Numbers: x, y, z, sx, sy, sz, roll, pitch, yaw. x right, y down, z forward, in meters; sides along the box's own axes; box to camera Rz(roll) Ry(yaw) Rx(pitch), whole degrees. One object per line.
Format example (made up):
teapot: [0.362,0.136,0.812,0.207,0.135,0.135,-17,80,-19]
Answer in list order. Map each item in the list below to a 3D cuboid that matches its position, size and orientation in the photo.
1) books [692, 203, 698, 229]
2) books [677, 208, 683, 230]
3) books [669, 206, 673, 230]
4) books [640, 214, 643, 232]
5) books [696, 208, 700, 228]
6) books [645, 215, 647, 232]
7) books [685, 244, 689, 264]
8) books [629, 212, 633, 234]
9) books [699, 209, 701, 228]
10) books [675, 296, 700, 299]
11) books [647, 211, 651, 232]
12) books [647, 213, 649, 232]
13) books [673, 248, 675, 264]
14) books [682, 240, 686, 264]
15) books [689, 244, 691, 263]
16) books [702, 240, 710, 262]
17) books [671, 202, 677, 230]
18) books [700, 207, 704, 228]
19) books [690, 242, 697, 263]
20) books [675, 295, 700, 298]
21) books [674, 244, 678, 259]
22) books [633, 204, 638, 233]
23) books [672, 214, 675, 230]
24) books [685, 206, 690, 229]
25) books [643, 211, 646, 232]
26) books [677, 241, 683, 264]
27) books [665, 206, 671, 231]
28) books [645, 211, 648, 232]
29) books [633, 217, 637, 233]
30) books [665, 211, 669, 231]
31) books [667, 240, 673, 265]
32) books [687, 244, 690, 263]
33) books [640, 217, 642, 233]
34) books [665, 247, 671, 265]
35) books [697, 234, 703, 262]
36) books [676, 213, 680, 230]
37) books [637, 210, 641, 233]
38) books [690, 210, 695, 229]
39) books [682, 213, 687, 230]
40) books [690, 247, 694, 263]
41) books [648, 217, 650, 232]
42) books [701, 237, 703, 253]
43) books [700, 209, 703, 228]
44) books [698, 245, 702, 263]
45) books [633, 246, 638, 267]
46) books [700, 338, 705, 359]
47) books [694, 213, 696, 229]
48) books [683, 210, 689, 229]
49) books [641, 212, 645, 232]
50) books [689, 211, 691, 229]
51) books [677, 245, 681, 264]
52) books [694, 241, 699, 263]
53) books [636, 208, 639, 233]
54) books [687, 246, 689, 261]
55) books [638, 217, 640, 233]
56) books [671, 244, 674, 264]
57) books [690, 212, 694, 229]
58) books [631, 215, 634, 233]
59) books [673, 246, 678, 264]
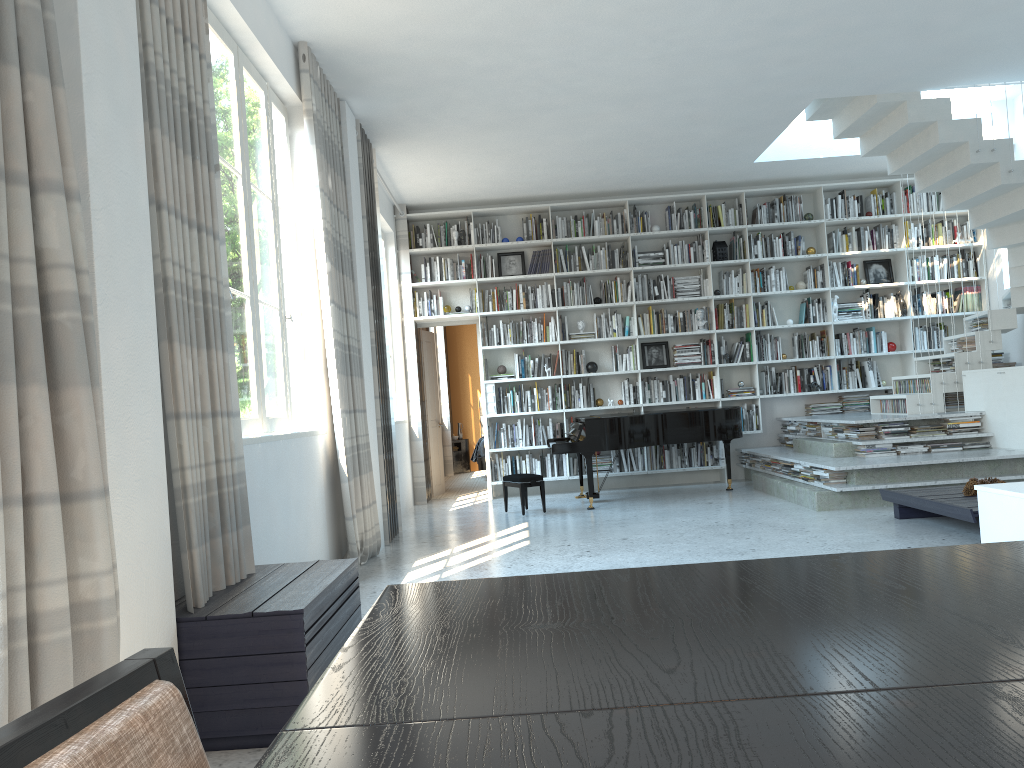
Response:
books: [2.008,-1.819,9.738,0.012,0.308,0.138,-4,-1,0]
books: [1.848,-1.788,9.743,0.028,0.270,0.140,-4,-1,0]
books: [1.738,-1.794,9.731,0.011,0.296,0.157,-4,-1,0]
books: [1.425,-1.739,9.755,0.006,0.233,0.136,-4,-1,0]
books: [2.030,-1.788,9.730,0.028,0.244,0.161,-4,-1,0]
books: [1.462,-1.736,9.731,0.016,0.219,0.144,-4,-1,0]
books: [1.898,-1.401,9.713,0.023,0.223,0.190,-4,-1,0]
books: [1.290,-1.740,9.724,0.026,0.253,0.185,-4,-1,0]
books: [2.051,-1.790,9.740,0.014,0.244,0.145,-4,-1,0]
books: [1.919,-0.941,9.720,0.254,0.012,0.161,-4,-2,-4]
books: [1.502,-1.757,9.731,0.011,0.256,0.143,-4,-1,0]
books: [1.481,-1.752,9.748,0.013,0.249,0.148,-4,-1,0]
books: [1.764,-1.381,9.735,0.011,0.204,0.133,-4,-1,0]
books: [1.874,-1.422,9.722,0.023,0.269,0.185,-4,-1,0]
books: [1.937,-1.407,9.719,0.012,0.230,0.158,-4,-1,0]
books: [2.101,-1.424,9.660,0.037,0.237,0.272,-4,-1,0]
books: [1.777,-1.814,9.721,0.010,0.331,0.186,-4,-1,0]
books: [2.082,-1.798,9.738,0.022,0.257,0.136,-4,-1,0]
books: [1.987,-1.420,9.714,0.032,0.248,0.173,-4,-1,0]
books: [1.919,-0.953,9.722,0.254,0.012,0.161,-4,-2,3]
books: [1.800,-1.404,9.733,0.012,0.244,0.131,-4,-1,0]
books: [1.356,-1.789,9.744,0.014,0.341,0.145,-4,-1,0]
books: [1.762,-1.751,9.743,0.031,0.208,0.146,-4,-1,0]
books: [1.923,-1.794,9.714,0.010,0.270,0.180,-4,-1,0]
books: [1.447,-1.757,9.735,0.013,0.264,0.147,-4,-1,0]
books: [1.848,-1.422,9.743,0.029,0.273,0.140,-4,-1,0]
books: [1.715,-1.790,9.724,0.014,0.292,0.176,-4,-1,0]
books: [1.472,-1.754,9.729,0.005,0.255,0.168,-4,-1,0]
books: [1.341,-1.715,9.730,0.026,0.194,0.166,-4,-1,0]
books: [1.704,-1.766,9.741,0.012,0.245,0.151,-4,-1,0]
books: [1.729,-1.419,9.708,0.011,0.284,0.190,-4,-1,0]
books: [1.926,-1.406,9.725,0.010,0.230,0.152,-4,-1,0]
books: [1.411,-1.720,9.735,0.023,0.195,0.172,-4,-1,0]
books: [1.713,-1.387,9.748,0.024,0.223,0.128,-4,-1,0]
books: [2.063,-1.468,9.725,0.012,0.334,0.155,-4,-1,0]
books: [1.811,-1.756,9.725,0.050,0.211,0.173,-4,-1,0]
books: [1.392,-1.754,9.723,0.011,0.265,0.163,-4,-1,0]
books: [1.978,-1.779,9.750,0.026,0.233,0.137,-4,-1,0]
books: [1.881,-1.757,9.723,0.033,0.203,0.166,-4,-1,0]
books: [1.959,-1.388,9.714,0.029,0.188,0.176,-4,-1,0]
books: [1.494,-1.721,9.738,0.010,0.186,0.152,-4,-1,0]
books: [2.076,-1.451,9.742,0.010,0.299,0.133,-4,-1,0]
books: [2.065,-1.788,9.731,0.014,0.238,0.153,-4,-1,0]
books: [2.047,-1.401,9.715,0.029,0.202,0.191,-4,-1,0]
books: [1.354,-1.375,9.710,0.021,0.249,0.191,-4,-1,0]
books: [2.089,-0.346,9.733,0.011,0.299,0.130,-4,-1,0]
books: [1.999,-1.766,9.744,0.014,0.204,0.135,-4,-1,0]
books: [1.908,-1.776,9.728,0.023,0.236,0.154,-4,-1,0]
books: [1.434,-1.748,9.742,0.014,0.248,0.139,-4,-1,0]
books: [1.936,-1.768,9.723,0.012,0.217,0.179,-4,-1,0]
books: [1.821,-1.393,9.723,0.028,0.219,0.183,-4,-1,0]
books: [2.016,-1.428,9.730,0.029,0.261,0.133,-4,-1,0]
books: [1.370,-1.767,9.738,0.010,0.296,0.153,-4,-1,0]
books: [1.915,-1.409,9.737,0.011,0.239,0.139,-4,-1,0]
books: [1.383,-1.723,9.749,0.011,0.205,0.145,-4,-1,0]
books: [1.746,-1.397,9.723,0.021,0.237,0.171,-4,-1,0]
books: [1.954,-1.763,9.706,0.023,0.202,0.193,-4,-1,0]
books: [1.315,-1.729,9.742,0.023,0.228,0.157,-4,-1,0]
books: [1.782,-1.389,9.720,0.027,0.216,0.190,-4,-1,0]
